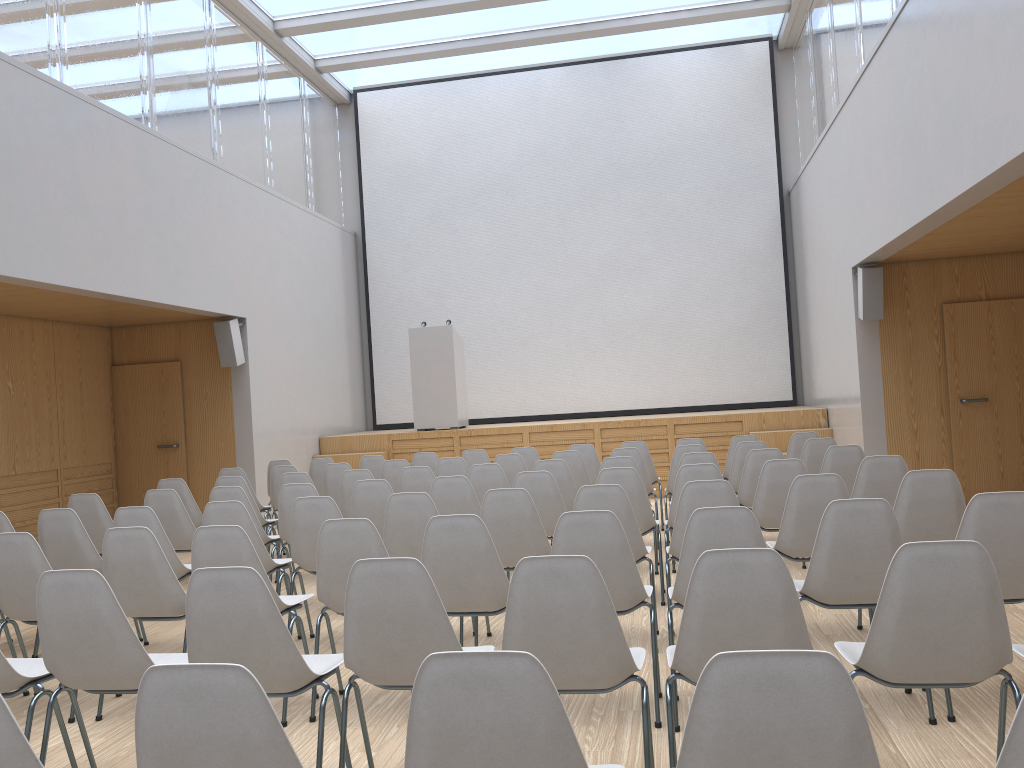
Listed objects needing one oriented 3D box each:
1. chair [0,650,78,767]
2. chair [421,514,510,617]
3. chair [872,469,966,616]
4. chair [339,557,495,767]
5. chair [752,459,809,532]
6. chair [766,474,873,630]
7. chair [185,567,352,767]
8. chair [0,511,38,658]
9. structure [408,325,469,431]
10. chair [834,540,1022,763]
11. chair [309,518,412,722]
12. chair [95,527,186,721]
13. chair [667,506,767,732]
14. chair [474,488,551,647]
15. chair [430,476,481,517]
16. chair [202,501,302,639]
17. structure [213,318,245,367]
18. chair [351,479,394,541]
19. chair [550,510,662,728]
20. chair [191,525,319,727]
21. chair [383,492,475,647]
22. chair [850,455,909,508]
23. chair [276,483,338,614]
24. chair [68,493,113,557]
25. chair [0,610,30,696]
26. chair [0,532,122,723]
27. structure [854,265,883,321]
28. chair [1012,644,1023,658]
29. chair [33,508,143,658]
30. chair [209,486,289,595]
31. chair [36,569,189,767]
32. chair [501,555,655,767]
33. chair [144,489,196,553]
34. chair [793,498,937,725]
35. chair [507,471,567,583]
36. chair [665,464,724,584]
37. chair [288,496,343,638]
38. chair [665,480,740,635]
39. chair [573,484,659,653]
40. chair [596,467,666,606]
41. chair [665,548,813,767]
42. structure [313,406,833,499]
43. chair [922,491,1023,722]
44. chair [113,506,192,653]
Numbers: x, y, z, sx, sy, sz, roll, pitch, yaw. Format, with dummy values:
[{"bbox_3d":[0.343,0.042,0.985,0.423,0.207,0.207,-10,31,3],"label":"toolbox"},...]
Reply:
[{"bbox_3d":[-1.852,1.071,3.153,0.479,0.876,0.505,-4,-1,10],"label":"chair"},{"bbox_3d":[-0.169,0.981,3.915,0.479,0.876,0.505,-4,-1,10],"label":"chair"},{"bbox_3d":[2.093,0.853,4.533,0.479,0.876,0.505,-4,-1,10],"label":"chair"},{"bbox_3d":[-0.314,0.971,2.953,0.479,0.876,0.505,-4,-1,10],"label":"chair"},{"bbox_3d":[1.724,0.897,5.642,0.479,0.876,0.505,-4,-1,10],"label":"chair"},{"bbox_3d":[1.586,0.886,4.641,0.479,0.876,0.505,-4,-1,10],"label":"chair"},{"bbox_3d":[-0.819,1.003,2.972,0.479,0.876,0.505,-4,-1,10],"label":"chair"},{"bbox_3d":[-3.018,1.188,5.458,0.479,0.876,0.505,-4,-1,10],"label":"chair"},{"bbox_3d":[-0.990,-0.070,12.035,0.605,1.379,0.605,-4,-1,10],"label":"structure"},{"bbox_3d":[1.245,0.869,2.670,0.479,0.876,0.505,-4,-1,10],"label":"chair"},{"bbox_3d":[-0.634,1.012,4.015,0.479,0.876,0.505,-4,-1,10],"label":"chair"},{"bbox_3d":[-1.649,1.078,4.202,0.479,0.876,0.505,-4,-1,10],"label":"chair"},{"bbox_3d":[0.876,0.911,3.649,0.479,0.876,0.505,-4,-1,10],"label":"chair"},{"bbox_3d":[0.040,0.987,4.893,0.479,0.876,0.505,-4,-1,10],"label":"chair"},{"bbox_3d":[-0.326,1.030,5.931,0.479,0.876,0.505,-4,-1,10],"label":"chair"},{"bbox_3d":[-1.532,1.090,5.169,0.479,0.876,0.505,-4,-1,10],"label":"chair"},{"bbox_3d":[-3.148,-0.460,9.915,0.196,0.542,0.368,-4,-1,10],"label":"structure"},{"bbox_3d":[-0.852,1.065,6.045,0.479,0.876,0.505,-4,-1,10],"label":"chair"},{"bbox_3d":[0.370,0.945,3.779,0.479,0.876,0.505,-4,-1,10],"label":"chair"},{"bbox_3d":[-1.192,1.047,4.053,0.479,0.876,0.505,-4,-1,10],"label":"chair"},{"bbox_3d":[-0.484,1.022,5.004,0.479,0.876,0.505,-4,-1,10],"label":"chair"},{"bbox_3d":[2.261,0.861,5.478,0.479,0.876,0.505,-4,-1,10],"label":"chair"},{"bbox_3d":[-1.353,1.097,6.111,0.479,0.876,0.505,-4,-1,10],"label":"chair"},{"bbox_3d":[-2.897,1.198,6.382,0.479,0.876,0.505,-4,-1,10],"label":"chair"},{"bbox_3d":[-2.727,1.149,4.381,0.479,0.876,0.505,-4,-1,10],"label":"chair"},{"bbox_3d":[-2.212,1.115,4.273,0.479,0.876,0.505,-4,-1,10],"label":"chair"},{"bbox_3d":[3.530,-0.897,8.745,0.196,0.542,0.368,-4,-1,10],"label":"structure"},{"bbox_3d":[1.738,0.836,2.524,0.479,0.876,0.505,-4,-1,10],"label":"chair"},{"bbox_3d":[-2.553,1.157,5.348,0.479,0.876,0.505,-4,-1,10],"label":"chair"},{"bbox_3d":[-1.862,1.131,6.242,0.479,0.876,0.505,-4,-1,10],"label":"chair"},{"bbox_3d":[-1.360,1.039,3.108,0.479,0.876,0.505,-4,-1,10],"label":"chair"},{"bbox_3d":[0.193,0.937,2.816,0.479,0.876,0.505,-4,-1,10],"label":"chair"},{"bbox_3d":[-2.350,1.163,6.346,0.479,0.876,0.505,-4,-1,10],"label":"chair"},{"bbox_3d":[1.398,0.878,3.640,0.479,0.876,0.505,-4,-1,10],"label":"chair"},{"bbox_3d":[0.207,0.996,5.908,0.479,0.876,0.505,-4,-1,10],"label":"chair"},{"bbox_3d":[1.214,0.929,5.683,0.479,0.876,0.505,-4,-1,10],"label":"chair"},{"bbox_3d":[-1.020,1.057,5.107,0.479,0.876,0.505,-4,-1,10],"label":"chair"},{"bbox_3d":[1.045,0.920,4.676,0.479,0.876,0.505,-4,-1,10],"label":"chair"},{"bbox_3d":[0.524,0.955,4.789,0.479,0.876,0.505,-4,-1,10],"label":"chair"},{"bbox_3d":[0.732,0.961,5.787,0.479,0.876,0.505,-4,-1,10],"label":"chair"},{"bbox_3d":[0.711,0.904,2.745,0.479,0.876,0.505,-4,-1,10],"label":"chair"},{"bbox_3d":[0.763,1.025,11.945,6.552,1.027,2.728,-4,-1,10],"label":"structure"},{"bbox_3d":[1.919,0.845,3.577,0.479,0.876,0.505,-4,-1,10],"label":"chair"},{"bbox_3d":[-2.037,1.121,5.174,0.479,0.876,0.505,-4,-1,10],"label":"chair"}]
